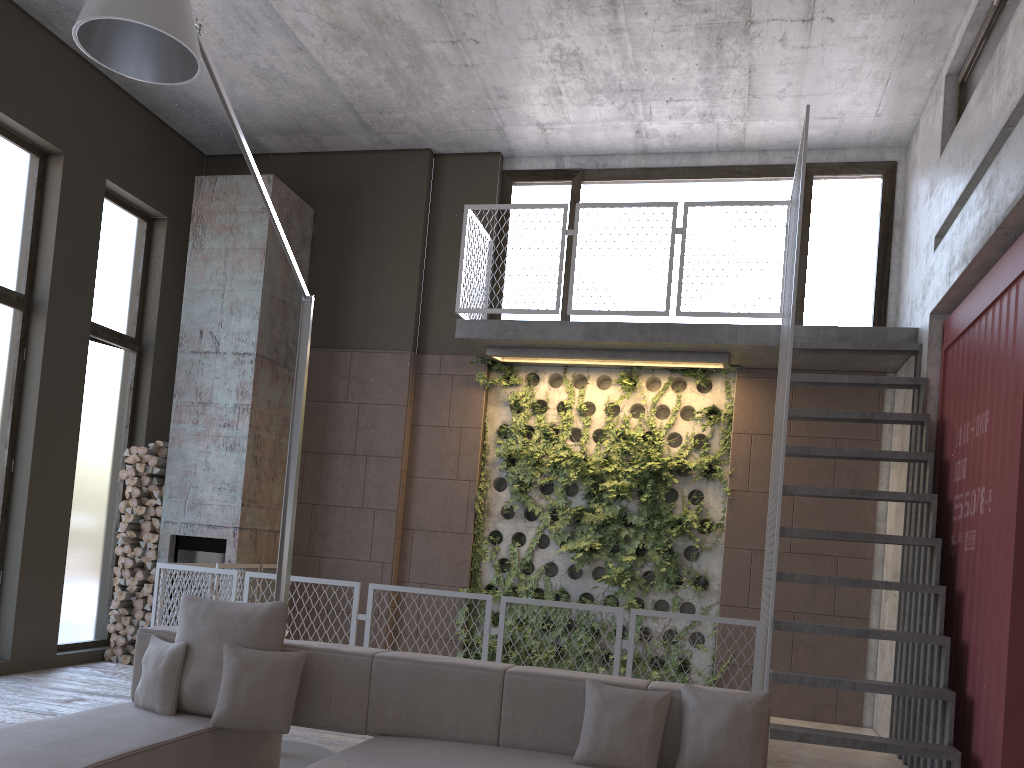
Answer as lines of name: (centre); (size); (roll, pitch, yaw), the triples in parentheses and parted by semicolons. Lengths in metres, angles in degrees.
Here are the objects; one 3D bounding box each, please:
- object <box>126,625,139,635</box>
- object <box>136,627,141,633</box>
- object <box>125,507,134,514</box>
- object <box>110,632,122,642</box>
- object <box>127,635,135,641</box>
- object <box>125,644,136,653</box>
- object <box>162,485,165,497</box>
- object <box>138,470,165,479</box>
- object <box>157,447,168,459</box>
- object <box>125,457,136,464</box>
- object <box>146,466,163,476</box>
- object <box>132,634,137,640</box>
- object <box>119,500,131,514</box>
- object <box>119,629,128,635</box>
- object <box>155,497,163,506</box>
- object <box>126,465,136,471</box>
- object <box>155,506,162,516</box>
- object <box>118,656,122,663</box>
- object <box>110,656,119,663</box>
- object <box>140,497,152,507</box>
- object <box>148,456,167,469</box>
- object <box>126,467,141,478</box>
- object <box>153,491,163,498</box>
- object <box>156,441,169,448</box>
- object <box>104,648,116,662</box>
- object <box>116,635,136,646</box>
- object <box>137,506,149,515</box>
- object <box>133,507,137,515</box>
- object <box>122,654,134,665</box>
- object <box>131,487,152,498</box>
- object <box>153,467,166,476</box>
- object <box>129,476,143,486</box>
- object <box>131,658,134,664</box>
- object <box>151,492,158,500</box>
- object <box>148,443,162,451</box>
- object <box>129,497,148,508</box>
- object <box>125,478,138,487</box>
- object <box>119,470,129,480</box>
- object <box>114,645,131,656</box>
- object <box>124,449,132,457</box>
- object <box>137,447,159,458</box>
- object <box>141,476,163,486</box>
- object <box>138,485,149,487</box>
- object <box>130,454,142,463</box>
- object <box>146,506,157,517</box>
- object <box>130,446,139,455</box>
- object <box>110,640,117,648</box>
object: (-3.430, 2.289, 8.202); (0.090, 0.088, 0.463); (3, -11, 12)
object: (-3.354, 2.288, 8.215); (0.067, 0.070, 0.431); (3, -11, 13)
object: (-3.498, 1.211, 8.304); (0.067, 0.066, 0.430); (3, -11, 13)
object: (-3.630, 2.376, 8.240); (0.100, 0.101, 0.298); (3, -10, 15)
object: (-3.469, 2.357, 8.214); (0.064, 0.073, 0.366); (3, -10, 13)
object: (-3.480, 2.485, 8.255); (0.101, 0.085, 0.369); (3, -10, 13)
object: (-3.154, 1.028, 8.234); (0.063, 0.124, 0.370); (4, -10, 13)
object: (-3.340, 0.870, 8.265); (0.114, 0.078, 0.443); (3, -11, 13)
object: (-3.225, 0.669, 8.307); (0.099, 0.106, 0.299); (3, -10, 15)
object: (-3.498, 0.745, 8.315); (0.122, 0.067, 0.370); (2, -11, 15)
object: (-3.278, 0.830, 8.239); (0.067, 0.065, 0.430); (3, -11, 13)
object: (-3.371, 2.347, 8.187); (0.121, 0.067, 0.370); (2, -11, 15)
object: (-3.567, 1.173, 8.286); (0.064, 0.123, 0.370); (4, -10, 13)
object: (-3.531, 2.311, 8.205); (0.088, 0.056, 0.338); (3, -11, 13)
object: (-3.198, 1.118, 8.240); (0.071, 0.071, 0.430); (3, -11, 13)
object: (-3.494, 0.815, 8.297); (0.066, 0.085, 0.433); (4, -10, 12)
object: (-3.177, 1.209, 8.239); (0.091, 0.091, 0.445); (3, -11, 13)
object: (-3.534, 2.571, 8.230); (0.067, 0.066, 0.430); (3, -11, 13)
object: (-3.613, 2.566, 8.249); (0.067, 0.066, 0.430); (3, -11, 13)
object: (-3.365, 1.129, 8.311); (0.101, 0.085, 0.369); (3, -10, 13)
object: (-3.234, 0.752, 8.226); (0.093, 0.091, 0.445); (3, -11, 13)
object: (-3.443, 0.855, 8.260); (0.091, 0.088, 0.463); (3, -11, 13)
object: (-3.224, 1.061, 8.242); (0.066, 0.084, 0.433); (4, -10, 12)
object: (-3.228, 0.586, 8.281); (0.087, 0.055, 0.338); (3, -11, 13)
object: (-3.682, 2.528, 8.230); (0.064, 0.123, 0.370); (4, -10, 13)
object: (-3.549, 2.379, 8.174); (0.098, 0.105, 0.299); (3, -10, 15)
object: (-3.346, 1.208, 8.265); (0.093, 0.082, 0.488); (3, -11, 13)
object: (-3.420, 1.215, 8.285); (0.067, 0.066, 0.430); (3, -11, 13)
object: (-3.461, 2.563, 8.210); (0.093, 0.082, 0.488); (3, -11, 13)
object: (-3.435, 1.024, 8.229); (0.098, 0.105, 0.299); (3, -10, 15)
object: (-3.199, 0.832, 8.220); (0.066, 0.066, 0.430); (3, -11, 13)
object: (-3.416, 0.935, 8.255); (0.093, 0.082, 0.488); (3, -11, 13)
object: (-3.375, 2.569, 8.208); (0.090, 0.088, 0.463); (3, -11, 13)
object: (-3.296, 1.081, 8.332); (0.103, 0.101, 0.297); (3, -10, 13)
object: (-3.297, 0.616, 8.269); (0.065, 0.072, 0.366); (3, -11, 13)
object: (-3.448, 1.137, 8.303); (0.092, 0.092, 0.445); (3, -11, 13)
object: (-3.490, 0.942, 8.275); (0.067, 0.066, 0.430); (3, -11, 13)
object: (-3.529, 0.877, 8.284); (0.091, 0.091, 0.445); (3, -11, 13)
object: (-3.562, 2.492, 8.248); (0.092, 0.092, 0.445); (3, -11, 13)
object: (-3.506, 0.671, 8.293); (0.067, 0.068, 0.431); (3, -11, 13)
object: (-3.369, 0.656, 8.203); (0.103, 0.101, 0.297); (3, -10, 13)
object: (-3.315, 0.934, 8.258); (0.090, 0.088, 0.463); (3, -11, 12)
object: (-3.416, 0.956, 8.261); (0.088, 0.056, 0.338); (3, -11, 13)
object: (-3.410, 0.730, 8.255); (0.112, 0.078, 0.443); (3, -11, 13)
object: (-3.260, 1.214, 8.264); (0.090, 0.088, 0.463); (3, -11, 13)
object: (-3.437, 0.664, 8.307); (0.090, 0.089, 0.464); (3, -11, 12)
object: (-3.636, 2.407, 8.152); (0.045, 0.071, 0.255); (4, -10, 14)
